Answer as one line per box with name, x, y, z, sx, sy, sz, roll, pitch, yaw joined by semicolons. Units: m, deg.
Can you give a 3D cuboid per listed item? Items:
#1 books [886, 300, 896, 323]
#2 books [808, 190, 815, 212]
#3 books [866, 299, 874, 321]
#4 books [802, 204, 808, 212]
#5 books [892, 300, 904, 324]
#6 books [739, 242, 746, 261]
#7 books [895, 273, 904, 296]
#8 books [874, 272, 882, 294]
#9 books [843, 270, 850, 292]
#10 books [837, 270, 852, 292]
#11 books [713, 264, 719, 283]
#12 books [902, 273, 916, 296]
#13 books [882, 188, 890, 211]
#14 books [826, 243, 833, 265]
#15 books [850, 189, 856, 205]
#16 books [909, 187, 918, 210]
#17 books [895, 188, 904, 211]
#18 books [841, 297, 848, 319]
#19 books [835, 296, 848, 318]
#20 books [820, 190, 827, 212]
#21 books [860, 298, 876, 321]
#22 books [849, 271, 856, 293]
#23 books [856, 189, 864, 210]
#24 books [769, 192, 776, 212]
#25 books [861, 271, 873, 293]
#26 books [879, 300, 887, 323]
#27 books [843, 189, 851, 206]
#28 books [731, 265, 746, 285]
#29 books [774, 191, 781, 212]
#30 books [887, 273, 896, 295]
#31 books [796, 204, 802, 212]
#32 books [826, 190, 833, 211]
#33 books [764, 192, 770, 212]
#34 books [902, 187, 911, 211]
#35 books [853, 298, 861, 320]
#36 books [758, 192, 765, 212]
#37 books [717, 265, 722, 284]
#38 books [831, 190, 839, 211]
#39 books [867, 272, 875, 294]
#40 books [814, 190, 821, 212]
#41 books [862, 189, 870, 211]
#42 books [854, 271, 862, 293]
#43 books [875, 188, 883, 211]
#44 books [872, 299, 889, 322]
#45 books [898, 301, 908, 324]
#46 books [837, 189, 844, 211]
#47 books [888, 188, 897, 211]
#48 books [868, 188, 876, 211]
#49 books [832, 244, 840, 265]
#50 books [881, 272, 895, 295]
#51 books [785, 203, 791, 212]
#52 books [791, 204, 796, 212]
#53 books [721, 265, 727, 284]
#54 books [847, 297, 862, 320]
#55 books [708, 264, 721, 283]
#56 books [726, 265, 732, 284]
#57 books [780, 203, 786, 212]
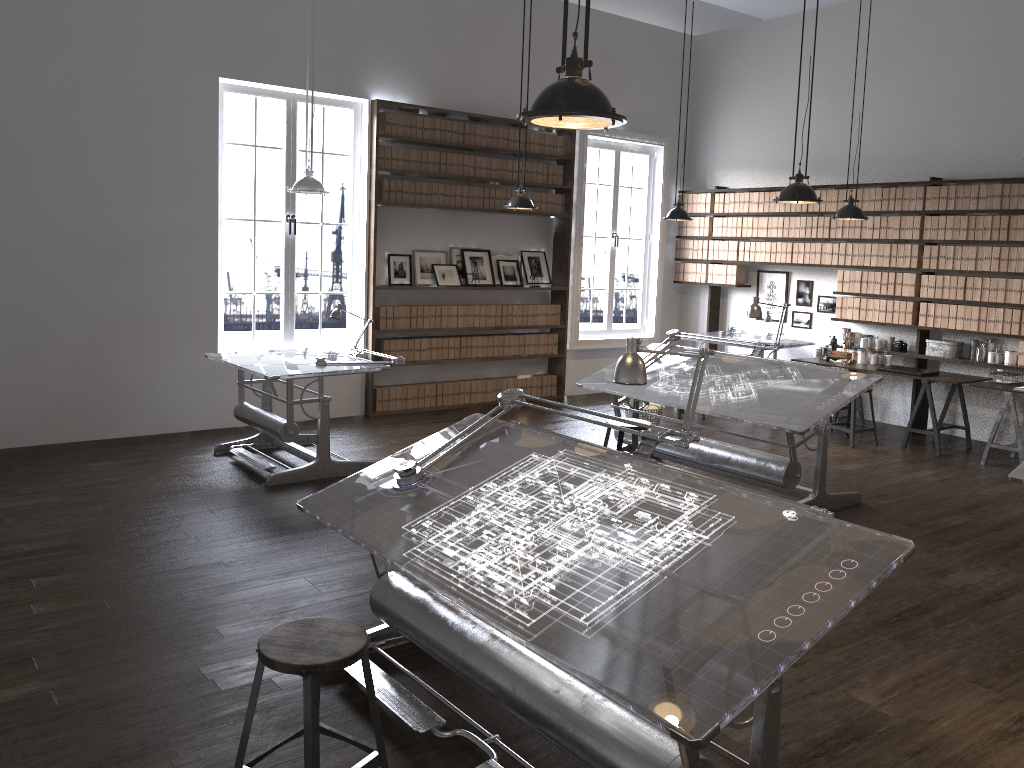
books;3.770;-0.714;8.735;0.175;0.224;0.067;-3;8;-37
books;3.227;-1.934;9.397;0.175;0.224;0.067;-3;8;-37
books;3.646;-0.745;8.908;0.174;0.224;0.067;-3;8;-37
books;3.177;-1.945;9.453;0.175;0.224;0.067;-3;8;-37
books;3.812;-0.705;8.687;0.175;0.224;0.067;-3;8;-37
books;2.680;-1.511;10.131;0.175;0.224;0.067;-3;8;-37
books;3.827;-0.972;8.658;0.175;0.224;0.067;-3;8;-37
books;3.690;-1.003;8.829;0.174;0.224;0.067;-3;8;-37
books;3.485;-1.052;9.097;0.175;0.224;0.067;-3;8;-37
books;3.440;-1.062;9.153;0.175;0.224;0.067;-3;8;-37
books;2.452;-1.295;10.441;0.175;0.224;0.067;-3;8;-37
books;3.871;-0.961;8.597;0.175;0.224;0.067;-3;8;-37
books;3.729;-1.814;8.733;0.175;0.224;0.067;-3;8;-37
books;3.362;-1.351;9.244;0.175;0.224;0.067;-3;8;-37
books;3.515;-1.865;9.013;0.175;0.224;0.067;-3;8;-37
books;3.900;-1.775;8.516;0.174;0.224;0.067;-3;8;-37
books;3.817;-1.795;8.627;0.175;0.224;0.067;-3;8;-37
books;3.477;-0.784;9.124;0.175;0.224;0.067;-3;8;-37
books;3.433;-0.793;9.174;0.175;0.224;0.067;-3;8;-37
books;3.312;-1.914;9.285;0.174;0.224;0.067;-3;8;-37
books;3.602;-0.755;8.962;0.175;0.224;0.067;-3;8;-37
books;3.525;-1.043;9.049;0.175;0.224;0.067;-3;8;-37
books;3.561;-1.855;8.960;0.175;0.224;0.067;-3;8;-37
books;2.929;-2.005;9.786;0.174;0.224;0.067;-3;8;-37
books;3.607;-1.024;8.944;0.175;0.224;0.067;-3;8;-37
books;3.727;-0.724;8.792;0.175;0.224;0.067;-3;8;-37
books;3.473;-1.875;9.072;0.175;0.224;0.067;-3;8;-37
books;2.617;-1.257;10.230;0.175;0.224;0.067;-3;8;-37
books;2.968;-1.994;9.728;0.174;0.224;0.067;-3;8;-37
books;3.778;-0.983;8.713;0.175;0.224;0.067;-3;8;-37
books;3.136;-1.956;9.515;0.175;0.224;0.067;-3;8;-37
books;3.355;-1.904;9.229;0.175;0.224;0.067;-3;8;-37
books;2.885;-2.015;9.840;0.175;0.224;0.067;-3;8;-37
books;3.861;-1.785;8.573;0.174;0.224;0.067;-3;8;-37
books;3.557;-0.765;9.015;0.175;0.224;0.067;-3;8;-37
books;2.839;-2.024;9.893;0.175;0.224;0.067;-3;8;-37
books;2.492;-1.287;10.393;0.175;0.224;0.067;-3;8;-37
books;3.392;-1.894;9.172;0.175;0.224;0.067;-3;8;-37
books;3.650;-1.014;8.888;0.174;0.224;0.067;-3;8;-37
books;3.266;-1.924;9.338;0.174;0.224;0.067;-3;8;-37
books;3.605;-1.845;8.906;0.174;0.224;0.067;-3;8;-37
books;3.562;-1.033;8.993;0.175;0.224;0.067;-3;8;-37
books;3.685;-1.825;8.790;0.175;0.224;0.067;-3;8;-37
books;3.685;-0.735;8.851;0.174;0.224;0.067;-3;8;-37
books;3.854;-0.696;8.637;0.175;0.224;0.067;-3;8;-37
books;3.436;-1.885;9.122;0.175;0.224;0.067;-3;8;-37
books;3.771;-1.806;8.685;0.175;0.224;0.067;-3;8;-37
books;3.644;-1.835;8.849;0.174;0.224;0.067;-3;8;-37
books;3.404;-1.340;9.186;0.175;0.224;0.067;-3;8;-37
books;3.737;-0.994;8.776;0.175;0.224;0.067;-3;8;-37
books;3.053;-1.973;9.612;0.175;0.224;0.067;-3;8;-37
books;3.095;-1.965;9.565;0.175;0.224;0.067;-3;8;-37
books;2.528;-1.277;10.337;0.175;0.224;0.067;-3;8;-37
books;3.514;-0.775;9.074;0.175;0.224;0.067;-3;8;-37
books;2.407;-1.306;10.497;0.175;0.224;0.067;-3;8;-37
books;2.576;-1.267;10.287;0.174;0.224;0.067;-3;8;-37
books;3.009;-1.984;9.669;0.175;0.224;0.067;-3;8;-37
